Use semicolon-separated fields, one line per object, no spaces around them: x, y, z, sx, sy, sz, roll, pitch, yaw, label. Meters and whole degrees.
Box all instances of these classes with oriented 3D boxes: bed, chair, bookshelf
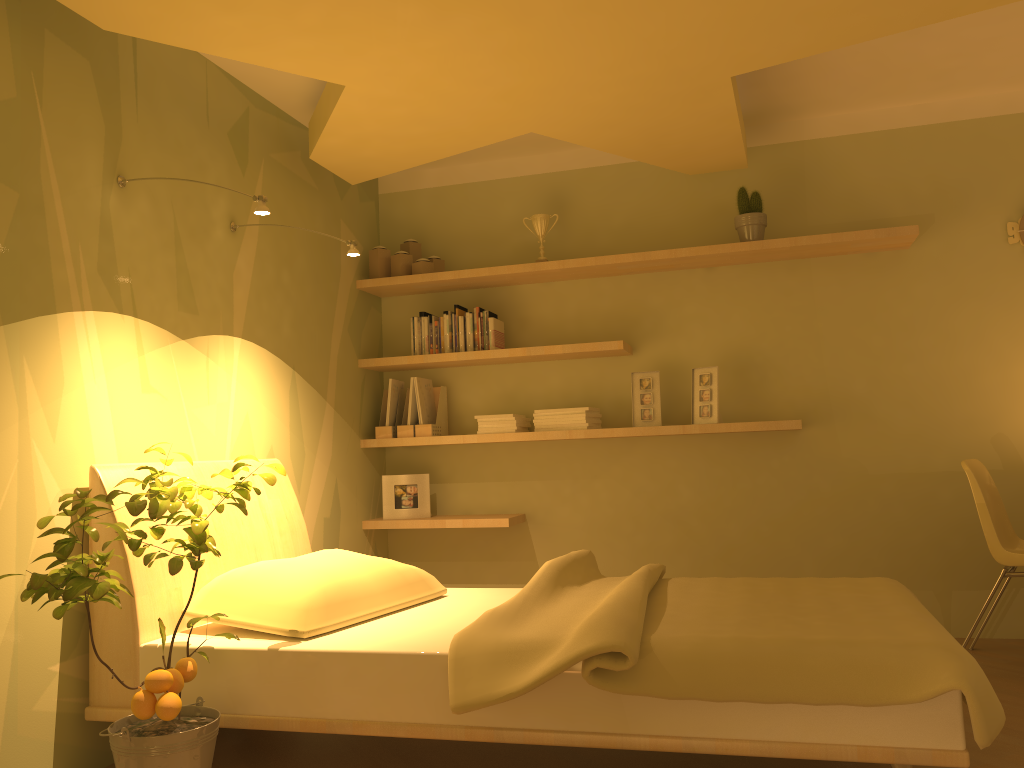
0.057;0.641;2.694;2.378;0.894;1.286;-3;-5;16;bed
1.950;0.672;3.333;0.546;0.785;0.531;-5;-6;36;chair
0.533;0.030;4.199;2.605;1.240;0.300;-3;-5;16;bookshelf

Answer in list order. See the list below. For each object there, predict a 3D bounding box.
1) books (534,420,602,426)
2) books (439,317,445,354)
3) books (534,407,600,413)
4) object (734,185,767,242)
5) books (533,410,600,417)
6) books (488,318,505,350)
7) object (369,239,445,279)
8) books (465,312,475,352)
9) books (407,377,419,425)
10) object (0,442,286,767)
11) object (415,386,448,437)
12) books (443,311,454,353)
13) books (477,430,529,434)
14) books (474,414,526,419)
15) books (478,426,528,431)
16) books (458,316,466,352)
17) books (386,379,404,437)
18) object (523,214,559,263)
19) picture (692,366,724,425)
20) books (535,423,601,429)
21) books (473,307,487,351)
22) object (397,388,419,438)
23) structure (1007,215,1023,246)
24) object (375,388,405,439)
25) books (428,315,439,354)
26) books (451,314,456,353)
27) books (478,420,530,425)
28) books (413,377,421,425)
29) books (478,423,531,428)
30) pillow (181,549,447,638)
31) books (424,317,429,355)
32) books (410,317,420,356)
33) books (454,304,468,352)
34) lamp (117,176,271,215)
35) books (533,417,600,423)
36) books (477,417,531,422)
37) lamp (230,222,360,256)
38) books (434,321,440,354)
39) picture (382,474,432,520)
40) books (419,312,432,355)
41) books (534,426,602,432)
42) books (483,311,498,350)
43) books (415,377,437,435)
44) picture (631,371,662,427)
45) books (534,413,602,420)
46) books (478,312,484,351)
0.268;0.188;4.254;0.270;0.015;0.190;-5;-5;28;books
-0.329;-0.233;4.467;0.032;0.193;0.146;-3;-5;16;books
0.267;0.129;4.268;0.270;0.015;0.190;-4;-5;21;books
1.092;-0.774;4.062;0.145;0.294;0.145;-2;-4;-3;object
0.264;0.145;4.280;0.270;0.015;0.190;-4;-5;26;books
-0.078;-0.235;4.378;0.032;0.163;0.178;-3;-5;16;books
-0.538;-0.639;4.542;0.349;0.229;0.234;-4;-5;17;object
-0.192;-0.247;4.423;0.040;0.203;0.157;-3;-5;16;books
-0.476;0.122;4.476;0.048;0.297;0.214;-3;-5;16;books
-0.861;0.606;2.123;0.372;0.944;0.828;-3;-5;9;object
-0.405;0.138;4.456;0.087;0.259;0.236;-3;-5;16;object
-0.298;-0.247;4.449;0.038;0.217;0.166;-3;-5;16;books
-0.040;0.238;4.352;0.190;0.015;0.270;-3;-5;15;books
-0.056;0.163;4.352;0.190;0.015;0.270;-3;-5;13;books
-0.041;0.223;4.354;0.190;0.015;0.270;-3;-5;12;books
-0.229;-0.235;4.424;0.032;0.184;0.173;-3;-5;16;books
-0.597;0.129;4.512;0.048;0.297;0.214;-3;-5;10;books
0.146;-0.698;4.373;0.160;0.268;0.095;-1;-5;-14;object
0.925;0.056;4.095;0.134;0.264;0.171;-6;-6;42;picture
0.270;0.204;4.262;0.270;0.015;0.190;-4;-5;23;books
-0.155;-0.261;4.423;0.032;0.229;0.138;-3;-5;16;books
-0.497;0.143;4.483;0.087;0.259;0.236;-3;-5;16;object
2.361;-0.675;3.862;0.360;0.432;0.027;-3;-5;16;structure
-0.618;0.151;4.516;0.087;0.259;0.236;-3;-5;10;object
-0.381;-0.235;4.476;0.032;0.203;0.157;-3;-5;16;books
-0.270;-0.242;4.446;0.017;0.203;0.155;-3;-5;16;books
-0.035;0.192;4.351;0.190;0.015;0.270;-3;-5;15;books
-0.434;0.119;4.462;0.036;0.296;0.210;-3;-5;16;books
-0.032;0.208;4.356;0.190;0.015;0.270;-4;-5;17;books
-0.609;0.668;2.894;0.482;0.213;0.801;-4;-5;26;pillow
-0.407;-0.231;4.483;0.022;0.198;0.157;-3;-5;16;books
-0.468;-0.230;4.501;0.040;0.203;0.157;-3;-5;16;books
-0.253;-0.265;4.441;0.021;0.247;0.157;-3;-5;16;books
-0.992;-0.592;2.758;0.533;0.178;0.050;-3;-5;16;lamp
0.263;0.174;4.259;0.270;0.015;0.190;-4;-5;26;books
-0.035;0.178;4.360;0.190;0.015;0.270;-4;-5;18;books
-0.821;-0.552;3.351;0.533;0.178;0.050;-3;-5;16;lamp
-0.355;-0.221;4.468;0.021;0.172;0.157;-3;-5;16;books
-0.529;0.564;4.453;0.247;0.219;0.131;-2;-5;-7;picture
-0.431;-0.244;4.501;0.032;0.229;0.138;-3;-5;16;books
0.270;0.219;4.261;0.270;0.015;0.190;-4;-5;26;books
-0.106;-0.252;4.398;0.032;0.203;0.157;-3;-5;16;books
-0.425;0.118;4.463;0.043;0.296;0.210;-3;-5;16;books
0.646;0.076;4.218;0.134;0.264;0.171;-3;-5;15;picture
0.269;0.158;4.257;0.270;0.015;0.190;-5;-5;29;books
-0.132;-0.248;4.405;0.022;0.198;0.157;-3;-5;16;books
